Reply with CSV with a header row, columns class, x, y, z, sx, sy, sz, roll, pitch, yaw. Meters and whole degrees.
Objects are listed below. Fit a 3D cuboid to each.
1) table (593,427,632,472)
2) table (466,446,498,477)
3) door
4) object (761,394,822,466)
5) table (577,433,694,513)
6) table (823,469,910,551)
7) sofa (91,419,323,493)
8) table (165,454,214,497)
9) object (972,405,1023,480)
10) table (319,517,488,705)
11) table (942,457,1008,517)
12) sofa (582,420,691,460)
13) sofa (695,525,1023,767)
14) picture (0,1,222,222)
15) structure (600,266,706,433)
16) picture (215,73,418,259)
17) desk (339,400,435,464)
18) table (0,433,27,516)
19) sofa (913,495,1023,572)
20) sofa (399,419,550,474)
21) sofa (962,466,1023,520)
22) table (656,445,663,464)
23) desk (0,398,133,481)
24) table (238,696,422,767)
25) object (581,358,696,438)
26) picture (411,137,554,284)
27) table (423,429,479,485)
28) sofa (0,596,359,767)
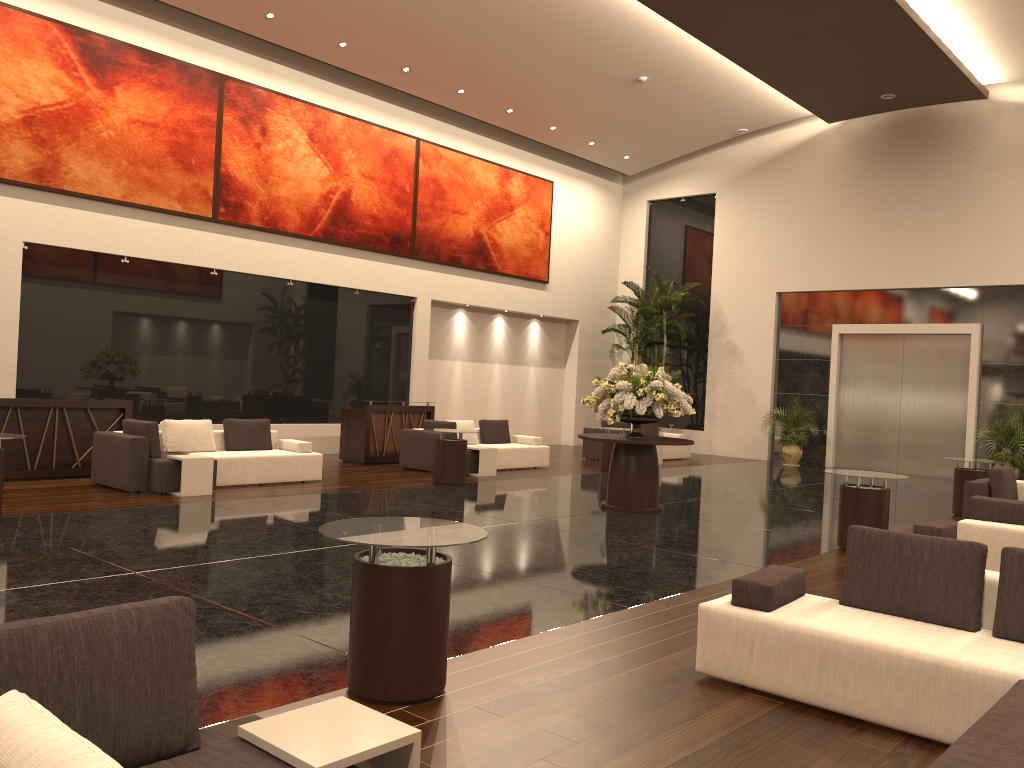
class,x,y,z,sx,sy,sz,roll,pitch,yaw
table,1.909,1.231,16.539,0.833,0.795,0.844,3,0,2
table,-0.533,1.281,14.739,0.400,0.460,0.400,3,0,41
door,8.511,0.431,19.399,2.767,3.048,0.040,3,0,41
object,6.400,1.010,20.140,1.373,1.682,1.297,3,0,-16
table,1.593,1.161,11.595,1.498,0.921,1.498,3,0,32
table,3.662,1.332,9.234,0.833,0.795,0.844,3,0,2
sofa,-3.913,0.914,11.878,1.291,0.862,2.846,3,0,41
table,-3.948,1.116,10.856,0.400,0.460,0.400,3,0,41
object,9.613,1.177,17.238,1.373,1.682,1.297,3,0,-11
table,-0.557,1.128,4.437,0.844,0.795,0.833,3,0,-10
table,6.493,1.469,12.497,0.833,0.795,0.844,3,0,2
sofa,2.927,1.245,19.657,1.291,0.862,2.846,3,0,41
sofa,1.541,1.203,3.501,2.586,0.862,3.366,3,0,41
picture,-6.512,-4.097,13.414,0.070,2.526,4.515,3,0,41
structure,3.535,-0.604,22.173,2.436,4.611,2.531,3,0,13
picture,-3.530,-3.952,16.805,0.070,2.526,4.515,3,0,41
desk,-2.249,0.862,16.250,0.760,1.114,1.634,3,0,41
table,-5.142,0.889,8.478,0.844,0.795,0.833,3,0,-10
sofa,5.059,1.373,7.528,2.586,0.862,3.366,3,0,41
sofa,-0.499,1.079,15.762,1.291,0.862,2.846,3,0,41
sofa,6.570,1.446,9.685,2.846,0.862,1.291,3,0,41
table,2.893,1.447,18.634,0.400,0.460,0.400,3,0,41
desk,-6.408,0.696,11.568,0.700,1.043,2.606,3,0,41
table,-0.576,1.300,2.758,0.400,0.460,0.400,3,0,41
object,1.662,0.155,11.575,1.453,1.097,1.402,3,0,-3
picture,-0.546,-3.807,20.199,0.070,2.526,4.515,3,0,41
table,-0.923,1.094,13.276,0.833,0.795,0.844,3,0,2
sofa,-0.412,1.107,1.745,2.846,0.862,1.291,3,0,41
